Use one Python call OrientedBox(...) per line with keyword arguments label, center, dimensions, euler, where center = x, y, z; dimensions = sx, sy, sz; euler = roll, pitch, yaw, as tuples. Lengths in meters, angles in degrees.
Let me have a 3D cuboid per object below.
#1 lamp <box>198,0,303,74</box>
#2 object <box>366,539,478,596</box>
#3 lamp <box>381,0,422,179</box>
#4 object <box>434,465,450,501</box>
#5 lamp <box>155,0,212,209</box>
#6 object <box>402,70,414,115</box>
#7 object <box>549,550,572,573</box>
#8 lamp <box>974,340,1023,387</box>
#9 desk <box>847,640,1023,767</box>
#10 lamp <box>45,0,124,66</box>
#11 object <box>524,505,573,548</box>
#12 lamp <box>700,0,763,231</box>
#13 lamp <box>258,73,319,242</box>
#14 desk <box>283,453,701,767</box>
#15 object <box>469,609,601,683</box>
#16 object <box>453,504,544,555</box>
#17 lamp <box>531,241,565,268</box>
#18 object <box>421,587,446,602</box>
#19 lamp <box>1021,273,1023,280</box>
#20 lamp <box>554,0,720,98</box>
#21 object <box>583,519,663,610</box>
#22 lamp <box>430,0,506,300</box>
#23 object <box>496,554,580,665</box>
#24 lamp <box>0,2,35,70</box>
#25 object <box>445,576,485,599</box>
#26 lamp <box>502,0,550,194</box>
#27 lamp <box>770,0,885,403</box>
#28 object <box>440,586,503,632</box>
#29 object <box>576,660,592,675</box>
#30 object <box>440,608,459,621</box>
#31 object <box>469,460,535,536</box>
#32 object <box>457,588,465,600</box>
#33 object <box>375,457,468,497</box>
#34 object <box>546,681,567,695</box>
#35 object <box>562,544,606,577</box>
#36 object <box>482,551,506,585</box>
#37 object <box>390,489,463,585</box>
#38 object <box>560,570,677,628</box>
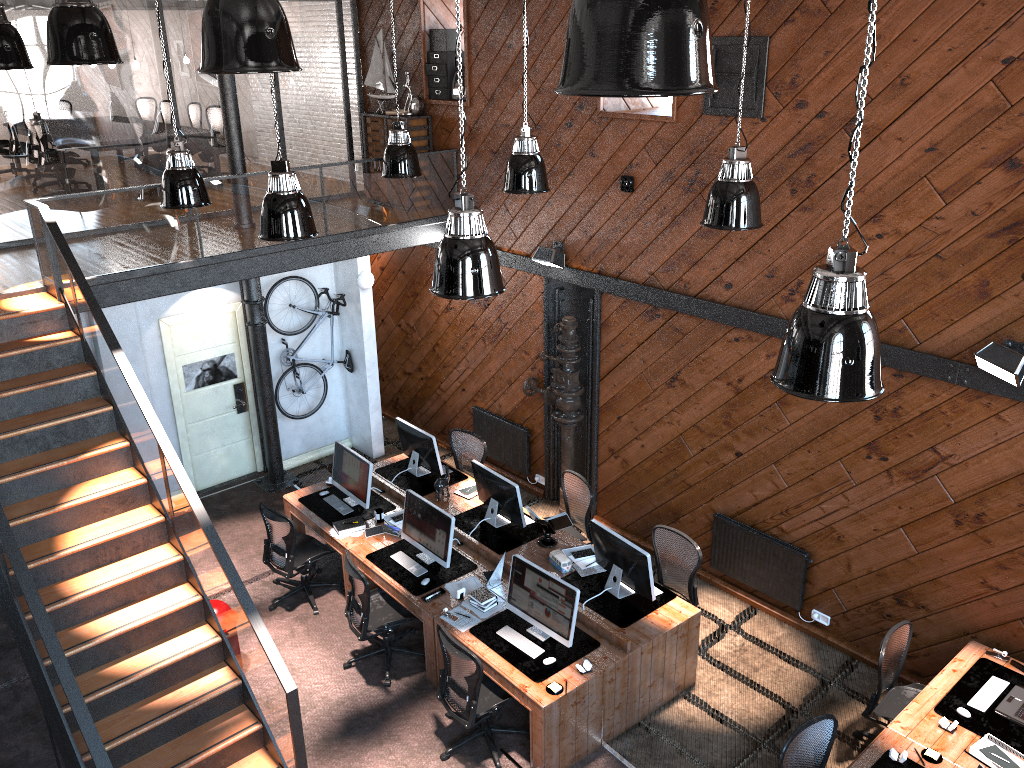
OrientedBox(label="lamp", center=(-1.179, -1.686, 3.880), dimensions=(0.445, 0.605, 0.445), euler=(-20, 29, -40))
OrientedBox(label="object", center=(-0.825, 1.612, 8.051), dimensions=(0.687, 0.008, 0.848), euler=(-18, 27, -37))
OrientedBox(label="lamp", center=(-1.207, -3.345, 9.102), dimensions=(0.445, 2.372, 0.445), euler=(3, 22, 10))
OrientedBox(label="object", center=(-0.707, 0.999, 9.127), dimensions=(0.229, 0.351, 0.135), euler=(-20, 29, -40))
OrientedBox(label="lamp", center=(-2.984, -2.733, 7.637), dimensions=(0.445, 2.372, 0.445), euler=(-20, 29, -40))
OrientedBox(label="object", center=(-1.220, -3.385, 10.304), dimensions=(0.145, 0.487, 0.144), euler=(-15, 26, -32))
OrientedBox(label="object", center=(0.437, 1.588, 7.943), dimensions=(0.128, 0.146, 0.253), euler=(-12, 24, -26))
OrientedBox(label="lamp", center=(3.409, -0.147, 6.190), dimensions=(0.283, 0.287, 0.328), euler=(-19, 28, -38))
OrientedBox(label="desk", center=(2.640, 3.057, 5.167), dimensions=(4.117, 0.840, 1.748), euler=(-19, 28, -38))
OrientedBox(label="lamp", center=(-2.676, -2.284, 5.443), dimensions=(0.445, 0.605, 0.445), euler=(-20, 29, -40))
OrientedBox(label="object", center=(0.330, 1.307, 8.253), dimensions=(0.417, 0.380, 0.304), euler=(7, 23, 20))
OrientedBox(label="lamp", center=(1.610, -2.285, 6.144), dimensions=(0.445, 2.372, 0.445), euler=(-13, 24, -27))
OrientedBox(label="lamp", center=(-1.724, -2.237, 6.334), dimensions=(0.445, 2.372, 0.445), euler=(3, 22, 10))
OrientedBox(label="desk", center=(-0.409, 1.819, 8.412), dimensions=(1.748, 0.840, 4.117), euler=(-18, 27, -36))
OrientedBox(label="object", center=(0.175, 2.005, 7.019), dimensions=(0.687, 0.008, 0.848), euler=(-18, 27, -37))
OrientedBox(label="object", center=(-0.130, 1.372, 8.625), dimensions=(0.687, 0.008, 0.848), euler=(-18, 27, -37))
OrientedBox(label="lamp", center=(0.403, -1.350, 9.342), dimensions=(0.262, 0.260, 0.328), euler=(-19, 28, -38))
OrientedBox(label="object", center=(-0.669, 1.794, 7.554), dimensions=(0.215, 0.031, 0.089), euler=(-19, 28, -38))
OrientedBox(label="lamp", center=(3.136, -1.690, 4.616), dimensions=(0.445, 2.372, 0.445), euler=(-21, 29, -40))
OrientedBox(label="lamp", center=(0.341, -1.095, 2.359), dimensions=(0.445, 0.605, 0.445), euler=(-20, 29, -40))
OrientedBox(label="object", center=(0.948, 1.520, 7.473), dimensions=(0.663, 0.578, 0.811), euler=(4, 22, 13))
OrientedBox(label="lamp", center=(-0.280, -1.663, 4.828), dimensions=(0.445, 2.372, 0.445), euler=(-8, 23, -18))
OrientedBox(label="object", center=(0.257, 1.722, 6.988), dimensions=(0.610, 0.573, 0.714), euler=(-20, 28, -39))
OrientedBox(label="lamp", center=(-3.997, -2.749, 6.846), dimensions=(0.445, 0.605, 0.445), euler=(-18, 27, -36))
OrientedBox(label="object", center=(-0.408, 1.757, 7.672), dimensions=(0.315, 0.002, 0.246), euler=(-11, 24, -24))
OrientedBox(label="lamp", center=(0.110, -2.881, 7.703), dimensions=(0.445, 2.372, 0.445), euler=(-2, 22, -4))
OrientedBox(label="lamp", center=(1.280, -1.109, 3.230), dimensions=(0.445, 2.372, 0.445), euler=(1, 22, 5))
OrientedBox(label="object", center=(-0.334, 1.840, 7.331), dimensions=(0.478, 0.098, 0.319), euler=(-20, 29, -40))
OrientedBox(label="object", center=(0.537, 2.118, 6.642), dimensions=(0.106, 0.063, 0.082), euler=(-10, 24, -22))
OrientedBox(label="object", center=(-0.512, 1.883, 7.278), dimensions=(0.159, 0.064, 0.054), euler=(14, 26, 33))
OrientedBox(label="object", center=(-0.097, 1.090, 8.601), dimensions=(0.642, 0.578, 0.772), euler=(1, 22, 5))
OrientedBox(label="object", center=(-0.431, 1.776, 7.497), dimensions=(0.076, 0.102, 0.034), euler=(-19, 28, -37))
OrientedBox(label="object", center=(-0.988, 0.979, 9.650), dimensions=(0.687, 0.008, 0.848), euler=(-18, 27, -37))
OrientedBox(label="object", center=(0.322, 2.212, 6.464), dimensions=(0.154, 0.026, 0.158), euler=(1, 22, 5))
OrientedBox(label="object", center=(0.670, 1.585, 8.019), dimensions=(0.304, 0.017, 0.467), euler=(-8, 23, -17))
OrientedBox(label="object", center=(-0.168, 1.575, 7.692), dimensions=(0.165, 0.320, 0.178), euler=(-14, 25, -30))
OrientedBox(label="object", center=(-0.800, 1.367, 7.930), dimensions=(0.654, 0.576, 0.735), euler=(1, 22, 6))
OrientedBox(label="object", center=(0.877, 1.762, 7.600), dimensions=(0.687, 0.008, 0.848), euler=(-18, 27, -37))
